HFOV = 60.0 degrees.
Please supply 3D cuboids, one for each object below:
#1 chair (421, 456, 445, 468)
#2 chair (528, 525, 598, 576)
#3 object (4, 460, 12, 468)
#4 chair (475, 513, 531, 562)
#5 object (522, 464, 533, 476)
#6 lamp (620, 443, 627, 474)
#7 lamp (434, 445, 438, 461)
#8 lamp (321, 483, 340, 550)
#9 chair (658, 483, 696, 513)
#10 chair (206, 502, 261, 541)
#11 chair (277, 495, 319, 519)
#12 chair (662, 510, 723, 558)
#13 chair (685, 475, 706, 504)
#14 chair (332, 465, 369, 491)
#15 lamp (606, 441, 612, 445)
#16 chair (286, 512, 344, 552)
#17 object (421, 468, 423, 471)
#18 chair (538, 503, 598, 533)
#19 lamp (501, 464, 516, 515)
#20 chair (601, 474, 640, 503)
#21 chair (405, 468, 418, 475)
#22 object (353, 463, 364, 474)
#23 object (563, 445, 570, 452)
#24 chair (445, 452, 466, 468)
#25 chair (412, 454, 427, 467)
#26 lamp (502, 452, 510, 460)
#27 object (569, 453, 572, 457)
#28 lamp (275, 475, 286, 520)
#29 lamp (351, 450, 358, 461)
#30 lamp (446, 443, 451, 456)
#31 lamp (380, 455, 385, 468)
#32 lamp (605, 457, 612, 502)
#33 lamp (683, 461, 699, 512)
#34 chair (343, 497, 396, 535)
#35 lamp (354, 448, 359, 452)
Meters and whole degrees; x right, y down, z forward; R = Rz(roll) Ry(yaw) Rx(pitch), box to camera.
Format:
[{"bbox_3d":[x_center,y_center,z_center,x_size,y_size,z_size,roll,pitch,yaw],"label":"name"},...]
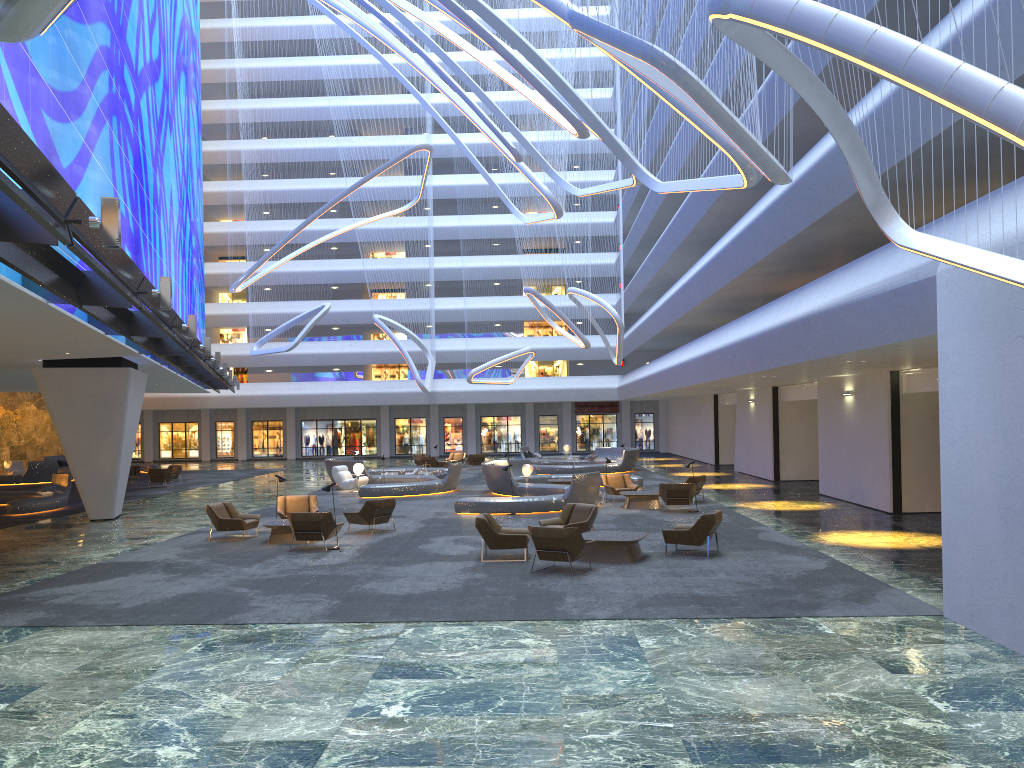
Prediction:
[{"bbox_3d":[-3.757,3.768,41.715,0.930,0.766,0.938,-2,-2,43],"label":"chair"},{"bbox_3d":[0.788,2.625,14.204,0.930,0.766,0.939,-2,-2,29],"label":"chair"},{"bbox_3d":[-23.264,3.690,40.892,0.367,0.387,0.318,-1,-1,9],"label":"object"},{"bbox_3d":[-0.150,2.698,15.643,0.939,0.766,0.930,-1,-1,4],"label":"chair"},{"bbox_3d":[0.494,2.746,28.293,0.367,0.387,0.318,-1,-1,9],"label":"object"},{"bbox_3d":[4.800,3.193,38.051,0.202,1.300,0.384,-1,0,-39],"label":"lamp"},{"bbox_3d":[-3.525,3.485,41.466,0.202,1.300,0.384,-1,0,-36],"label":"lamp"},{"bbox_3d":[-3.501,2.551,17.131,0.384,1.300,0.202,-1,0,19],"label":"lamp"},{"bbox_3d":[4.204,2.879,22.570,0.929,0.766,0.939,-1,-1,8],"label":"chair"},{"bbox_3d":[-5.990,2.941,19.020,0.939,0.766,0.930,-1,-1,10],"label":"chair"},{"bbox_3d":[-4.923,2.972,20.367,0.929,0.766,0.939,-1,-1,-15],"label":"chair"},{"bbox_3d":[3.201,2.634,15.673,0.939,0.766,0.929,-2,-2,26],"label":"chair"},{"bbox_3d":[4.934,2.959,24.999,0.939,0.766,0.929,-2,-2,35],"label":"chair"},{"bbox_3d":[-5.785,3.367,31.743,1.157,0.882,0.729,-2,-1,21],"label":"chair"},{"bbox_3d":[4.642,3.351,42.107,0.384,1.300,0.202,-1,0,1],"label":"lamp"},{"bbox_3d":[-3.834,2.829,17.197,0.929,0.766,0.939,-1,-1,8],"label":"chair"},{"bbox_3d":[-3.604,3.449,35.622,0.071,0.118,0.151,-1,-1,12],"label":"object"},{"bbox_3d":[1.128,2.731,17.135,0.938,0.766,0.930,0,-2,-37],"label":"chair"},{"bbox_3d":[-0.088,2.699,22.725,0.384,1.300,0.202,-1,0,19],"label":"lamp"},{"bbox_3d":[3.115,3.022,25.739,0.929,0.766,0.939,-1,-1,-15],"label":"chair"},{"bbox_3d":[-4.533,3.687,35.749,1.784,0.501,0.586,0,-2,-34],"label":"chair"},{"bbox_3d":[-5.352,2.962,30.948,0.367,0.387,0.318,-1,-1,-16],"label":"object"},{"bbox_3d":[2.941,3.445,47.522,0.367,0.387,0.318,-1,-1,-16],"label":"object"},{"bbox_3d":[-2.822,3.873,44.933,0.929,0.766,0.939,-2,-2,20],"label":"chair"},{"bbox_3d":[-4.470,3.887,44.447,0.929,0.766,0.939,0,-2,-45],"label":"chair"},{"bbox_3d":[-0.168,3.017,30.975,0.384,1.300,0.202,-1,0,19],"label":"lamp"},{"bbox_3d":[2.977,3.607,44.897,0.131,0.252,0.103,-1,-1,-15],"label":"object"},{"bbox_3d":[-5.278,2.701,20.151,0.202,1.300,0.384,-1,0,18],"label":"lamp"},{"bbox_3d":[-6.329,3.314,35.594,0.384,1.300,0.202,-1,0,-5],"label":"lamp"},{"bbox_3d":[-3.238,3.613,44.959,0.384,1.300,0.202,-1,0,-37],"label":"lamp"},{"bbox_3d":[-4.418,3.081,30.482,0.202,1.300,0.384,-1,0,-23],"label":"lamp"},{"bbox_3d":[2.760,2.752,25.524,0.202,1.300,0.384,-1,0,18],"label":"lamp"},{"bbox_3d":[4.537,2.601,22.504,0.384,1.300,0.202,-1,0,19],"label":"lamp"},{"bbox_3d":[-3.103,2.908,19.626,0.939,0.766,0.929,-2,-2,35],"label":"chair"},{"bbox_3d":[-6.695,3.413,37.979,0.202,1.300,0.384,-1,0,-44],"label":"lamp"}]
